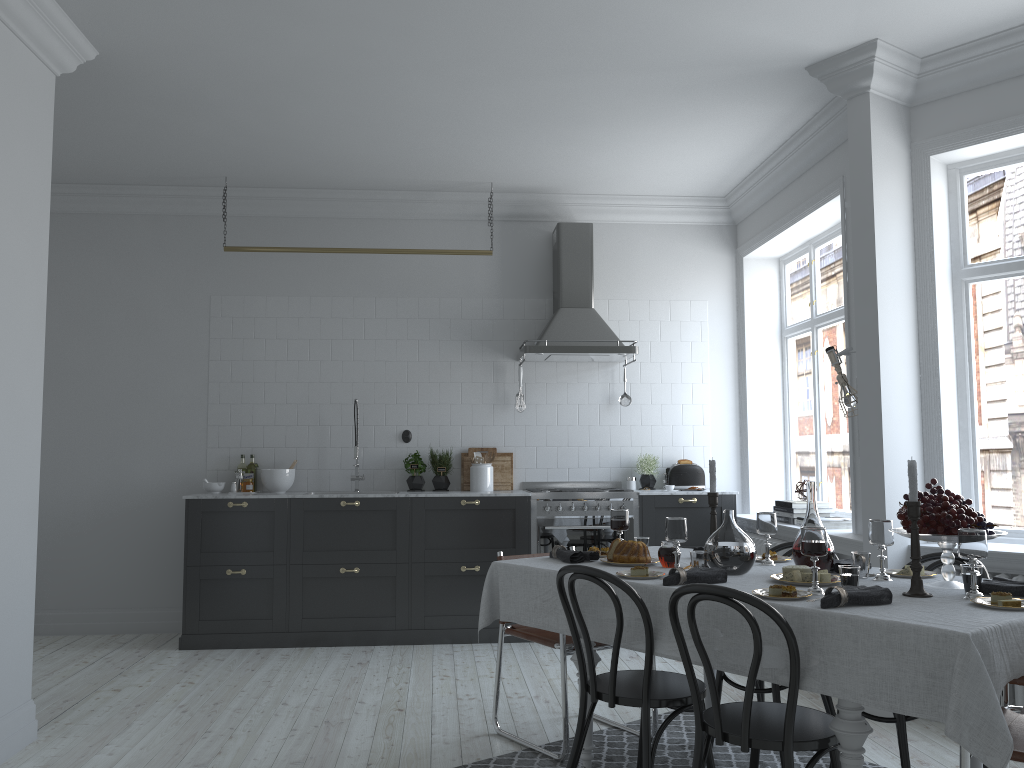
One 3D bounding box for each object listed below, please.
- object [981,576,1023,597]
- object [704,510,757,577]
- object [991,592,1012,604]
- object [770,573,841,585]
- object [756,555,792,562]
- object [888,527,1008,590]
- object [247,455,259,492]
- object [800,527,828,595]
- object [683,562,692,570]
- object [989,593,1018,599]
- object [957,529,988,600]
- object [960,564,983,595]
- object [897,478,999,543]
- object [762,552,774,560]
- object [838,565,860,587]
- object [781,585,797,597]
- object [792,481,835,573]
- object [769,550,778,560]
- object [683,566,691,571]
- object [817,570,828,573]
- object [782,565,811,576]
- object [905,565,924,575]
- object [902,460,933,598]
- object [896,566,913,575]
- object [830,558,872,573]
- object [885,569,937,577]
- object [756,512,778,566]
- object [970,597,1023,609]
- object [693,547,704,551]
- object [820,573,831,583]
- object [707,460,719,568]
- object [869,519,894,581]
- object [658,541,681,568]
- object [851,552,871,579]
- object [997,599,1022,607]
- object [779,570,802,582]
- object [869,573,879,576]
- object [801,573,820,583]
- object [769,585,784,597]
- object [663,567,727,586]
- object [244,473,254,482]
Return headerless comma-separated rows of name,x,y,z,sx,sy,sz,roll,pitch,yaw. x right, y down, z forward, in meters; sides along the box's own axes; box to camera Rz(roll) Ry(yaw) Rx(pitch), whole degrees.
object,1.638,0.645,2.826,0.247,0.061,0.165,-3,-6,34
object,0.823,0.599,3.351,0.194,0.245,0.194,2,-5,-22
object,1.466,0.642,2.657,0.057,0.037,0.021,-2,-5,16
object,1.047,0.695,3.142,0.251,0.018,0.251,0,-5,-5
object,1.104,0.750,3.794,0.182,0.013,0.182,0,-5,-5
object,1.487,0.597,3.026,0.367,0.188,0.367,-4,-6,36
object,-1.944,0.671,6.666,0.089,0.282,0.082,0,-5,-5
object,0.984,0.575,2.883,0.083,0.215,0.083,0,-5,0
object,0.694,0.714,3.486,0.031,0.031,0.167,-3,-5,30
object,1.550,0.662,2.750,0.031,0.012,0.131,4,-6,-42
object,1.443,0.564,2.774,0.083,0.215,0.083,0,-5,0
object,1.475,0.629,2.843,0.066,0.094,0.066,1,-5,-16
object,1.486,0.431,3.028,0.347,0.215,0.318,4,-6,-42
object,1.088,0.733,3.765,0.038,0.041,0.057,-4,-6,37
object,1.080,0.630,2.835,0.066,0.094,0.066,1,-5,-16
object,0.875,0.656,2.798,0.036,0.039,0.051,-4,-6,35
object,1.133,0.544,3.343,0.152,0.352,0.152,4,-7,-44
object,1.117,0.739,3.826,0.036,0.039,0.051,2,-5,-28
object,0.704,0.729,3.503,0.075,0.009,0.150,-3,-5,30
object,1.097,0.684,3.179,0.039,0.040,0.077,2,-5,-25
object,1.016,0.678,3.165,0.100,0.056,0.056,-1,-5,12
object,1.498,0.697,3.322,0.040,0.039,0.077,3,-6,-35
object,1.292,0.460,2.846,0.089,0.432,0.089,-2,-5,18
object,1.463,0.694,3.297,0.039,0.040,0.078,2,-5,-30
object,1.291,0.699,3.458,0.165,0.061,0.247,-3,-6,34
object,1.482,0.708,3.303,0.182,0.013,0.182,0,-5,-5
object,1.052,0.639,3.658,0.083,0.215,0.083,0,-5,0
object,1.461,0.652,2.624,0.182,0.013,0.182,-1,-5,5
object,0.909,0.740,3.937,0.165,0.061,0.247,-3,-6,34
object,1.077,0.682,3.122,0.040,0.039,0.077,3,-6,-35
object,0.819,0.525,3.606,0.089,0.432,0.089,-2,-5,18
object,1.334,0.600,3.198,0.083,0.215,0.083,1,-5,-10
object,0.637,0.690,3.591,0.091,0.101,0.091,-4,-6,40
object,1.275,0.662,3.237,0.066,0.094,0.066,-1,-5,6
object,1.464,0.647,2.614,0.057,0.021,0.037,0,-5,-5
object,0.972,0.667,3.095,0.039,0.040,0.078,2,-5,-30
object,1.361,0.710,3.323,0.031,0.012,0.131,-4,-6,38
object,1.033,0.677,3.083,0.077,0.040,0.040,-1,-5,14
object,0.846,0.658,2.827,0.057,0.037,0.021,2,-5,-24
object,0.653,0.674,3.121,0.165,0.061,0.247,-3,-6,34
object,-1.966,0.738,6.609,0.077,0.141,0.044,0,-5,-5
